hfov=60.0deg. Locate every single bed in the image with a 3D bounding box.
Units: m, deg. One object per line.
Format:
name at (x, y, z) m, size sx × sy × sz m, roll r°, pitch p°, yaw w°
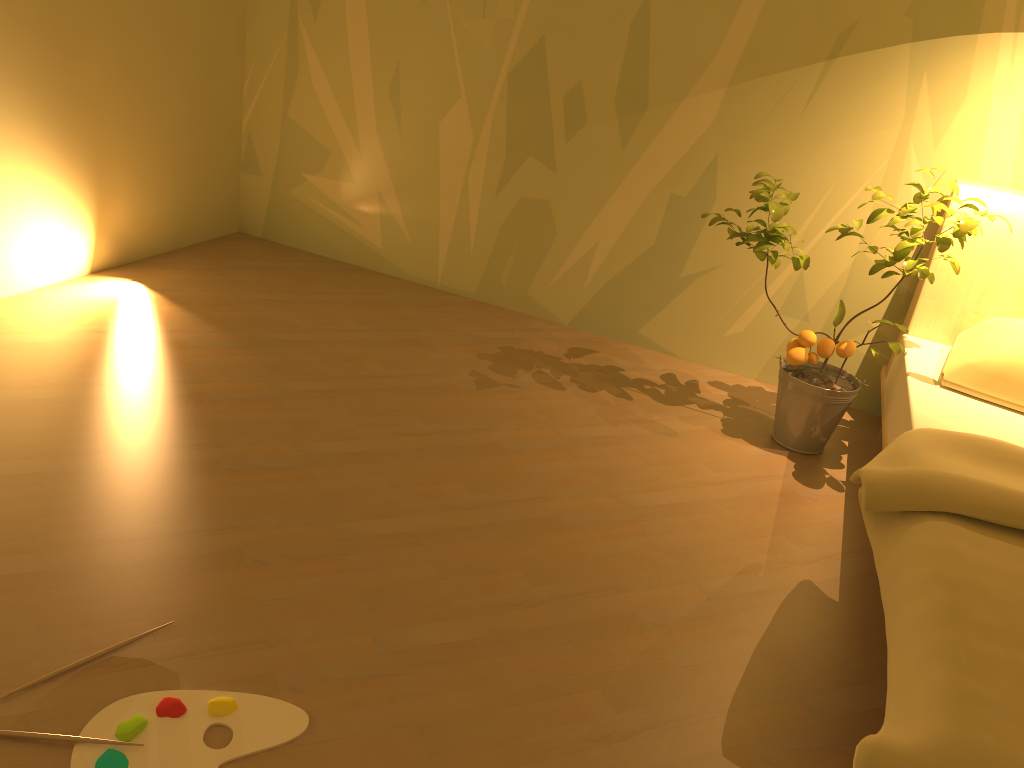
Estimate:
bed at (1.431, 0.248, 1.949) m, size 1.286 × 0.894 × 2.378 m, roll 17°, pitch 25°, yaw 15°

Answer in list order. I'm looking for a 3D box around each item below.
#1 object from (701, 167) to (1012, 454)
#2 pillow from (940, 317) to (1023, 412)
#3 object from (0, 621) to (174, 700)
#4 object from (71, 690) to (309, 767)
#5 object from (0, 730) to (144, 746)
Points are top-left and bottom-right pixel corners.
object at (0.954, -0.244, 2.786) m, size 0.828 × 0.944 × 0.372 m, roll 14°, pitch 24°, yaw 9°
pillow at (1.690, 0.008, 2.550) m, size 0.801 × 0.213 × 0.482 m, roll 22°, pitch 26°, yaw 24°
object at (-0.763, 0.496, 1.602) m, size 0.010 × 0.010 × 0.325 m, roll 27°, pitch 29°, yaw 33°
object at (-0.525, 0.606, 1.450) m, size 0.366 × 0.014 × 0.288 m, roll 6°, pitch 24°, yaw -10°
object at (-0.761, 0.570, 1.434) m, size 0.325 × 0.015 × 0.010 m, roll 8°, pitch 24°, yaw -5°
